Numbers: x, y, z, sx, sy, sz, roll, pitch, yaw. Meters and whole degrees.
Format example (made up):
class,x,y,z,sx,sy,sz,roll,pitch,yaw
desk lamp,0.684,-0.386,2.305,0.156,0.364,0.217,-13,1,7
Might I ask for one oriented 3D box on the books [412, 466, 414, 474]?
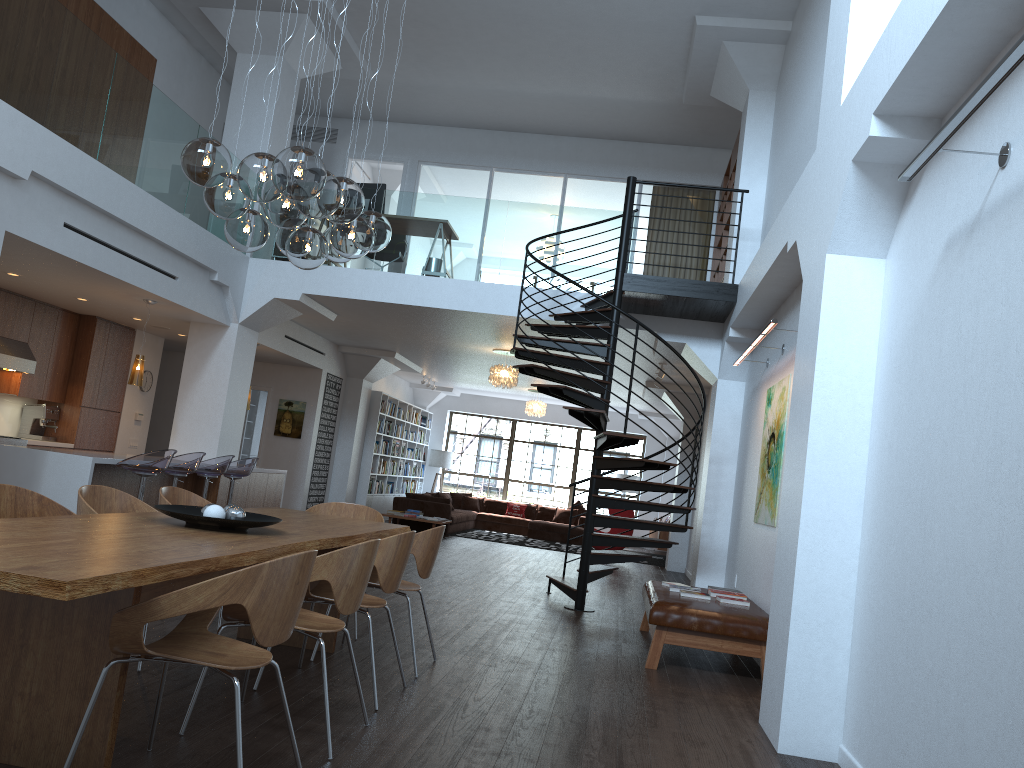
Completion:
class,x,y,z,sx,sy,sz,roll,pitch,yaw
books,-2.256,1.908,19.470,0.161,0.223,0.030,7,-6,8

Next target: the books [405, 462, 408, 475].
class,x,y,z,sx,sy,sz,roll,pitch,yaw
books,-2.324,1.812,18.961,0.197,0.290,0.136,7,-6,8

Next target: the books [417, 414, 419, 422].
class,x,y,z,sx,sy,sz,roll,pitch,yaw
books,-2.136,0.763,19.386,0.160,0.250,0.026,7,-6,8

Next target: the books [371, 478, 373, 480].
class,x,y,z,sx,sy,sz,roll,pitch,yaw
books,-2.665,1.740,16.355,0.174,0.045,0.240,8,-6,-3

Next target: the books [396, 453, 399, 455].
class,x,y,z,sx,sy,sz,roll,pitch,yaw
books,-2.413,1.407,18.003,0.160,0.039,0.251,6,-6,13

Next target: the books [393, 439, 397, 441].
class,x,y,z,sx,sy,sz,roll,pitch,yaw
books,-2.409,1.110,17.626,0.223,0.027,0.161,6,-6,17

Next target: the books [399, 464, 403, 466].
class,x,y,z,sx,sy,sz,roll,pitch,yaw
books,-2.394,1.678,18.437,0.223,0.032,0.161,7,-6,8

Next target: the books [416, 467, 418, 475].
class,x,y,z,sx,sy,sz,roll,pitch,yaw
books,-2.209,1.956,19.864,0.161,0.223,0.032,7,-6,8

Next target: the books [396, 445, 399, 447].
class,x,y,z,sx,sy,sz,roll,pitch,yaw
books,-2.399,1.247,18.033,0.161,0.033,0.223,7,-6,8

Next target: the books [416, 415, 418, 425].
class,x,y,z,sx,sy,sz,roll,pitch,yaw
books,-2.146,0.749,19.281,0.183,0.253,0.034,7,-6,8

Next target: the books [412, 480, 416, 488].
class,x,y,z,sx,sy,sz,roll,pitch,yaw
books,-2.245,2.291,19.811,0.140,0.298,0.044,7,-6,8

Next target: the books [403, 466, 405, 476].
class,x,y,z,sx,sy,sz,roll,pitch,yaw
books,-2.350,1.794,18.669,0.182,0.255,0.077,7,-6,8

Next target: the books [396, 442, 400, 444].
class,x,y,z,sx,sy,sz,roll,pitch,yaw
books,-2.383,1.195,18.053,0.144,0.024,0.208,6,-6,13

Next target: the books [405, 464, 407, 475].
class,x,y,z,sx,sy,sz,roll,pitch,yaw
books,-2.339,1.811,18.810,0.182,0.255,0.077,7,-6,8

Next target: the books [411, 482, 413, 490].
class,x,y,z,sx,sy,sz,roll,pitch,yaw
books,-2.299,2.277,19.534,0.183,0.253,0.036,7,-6,8

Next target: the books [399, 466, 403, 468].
class,x,y,z,sx,sy,sz,roll,pitch,yaw
books,-2.405,1.711,18.428,0.253,0.040,0.183,7,-6,8

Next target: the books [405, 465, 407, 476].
class,x,y,z,sx,sy,sz,roll,pitch,yaw
books,-2.323,1.820,18.854,0.182,0.253,0.098,7,-6,8

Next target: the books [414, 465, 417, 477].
class,x,y,z,sx,sy,sz,roll,pitch,yaw
books,-2.220,1.933,19.802,0.183,0.253,0.042,7,-6,8

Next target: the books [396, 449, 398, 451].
class,x,y,z,sx,sy,sz,roll,pitch,yaw
books,-2.411,1.324,18.023,0.168,0.045,0.231,7,-6,3

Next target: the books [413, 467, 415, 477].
class,x,y,z,sx,sy,sz,roll,pitch,yaw
books,-2.238,1.922,19.579,0.161,0.223,0.030,7,-6,8

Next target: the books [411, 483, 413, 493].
class,x,y,z,sx,sy,sz,roll,pitch,yaw
books,-2.288,2.288,19.611,0.160,0.250,0.027,7,-6,8

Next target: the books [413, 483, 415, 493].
class,x,y,z,sx,sy,sz,roll,pitch,yaw
books,-2.272,2.308,19.760,0.189,0.247,0.057,7,-6,8

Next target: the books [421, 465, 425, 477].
class,x,y,z,sx,sy,sz,roll,pitch,yaw
books,-2.126,2.001,20.499,0.176,0.290,0.053,7,-6,8

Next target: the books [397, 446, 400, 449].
class,x,y,z,sx,sy,sz,roll,pitch,yaw
books,-2.398,1.283,18.022,0.183,0.042,0.253,7,-6,8

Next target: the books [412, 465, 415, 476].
class,x,y,z,sx,sy,sz,roll,pitch,yaw
books,-2.249,1.898,19.511,0.174,0.251,0.051,7,-6,8

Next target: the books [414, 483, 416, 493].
class,x,y,z,sx,sy,sz,roll,pitch,yaw
books,-2.250,2.331,19.945,0.171,0.246,0.057,7,-6,8

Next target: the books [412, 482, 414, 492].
class,x,y,z,sx,sy,sz,roll,pitch,yaw
books,-2.281,2.290,19.642,0.183,0.253,0.037,7,-6,8

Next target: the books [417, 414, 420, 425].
class,x,y,z,sx,sy,sz,roll,pitch,yaw
books,-2.130,0.765,19.415,0.183,0.253,0.034,7,-6,8

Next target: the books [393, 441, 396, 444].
class,x,y,z,sx,sy,sz,roll,pitch,yaw
books,-2.419,1.148,17.645,0.174,0.045,0.240,7,-6,7

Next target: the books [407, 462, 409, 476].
class,x,y,z,sx,sy,sz,roll,pitch,yaw
books,-2.312,1.819,19.022,0.176,0.293,0.125,7,-6,8

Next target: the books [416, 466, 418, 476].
class,x,y,z,sx,sy,sz,roll,pitch,yaw
books,-2.208,1.946,19.901,0.160,0.251,0.039,7,-6,8

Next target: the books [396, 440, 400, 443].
class,x,y,z,sx,sy,sz,roll,pitch,yaw
books,-2.373,1.163,18.052,0.129,0.043,0.185,5,-6,22

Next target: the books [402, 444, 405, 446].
class,x,y,z,sx,sy,sz,roll,pitch,yaw
books,-2.340,1.246,18.372,0.223,0.031,0.161,7,-6,8

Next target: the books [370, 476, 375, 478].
class,x,y,z,sx,sy,sz,roll,pitch,yaw
books,-2.655,1.702,16.336,0.223,0.027,0.161,6,-6,17

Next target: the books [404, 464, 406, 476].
class,x,y,z,sx,sy,sz,roll,pitch,yaw
books,-2.338,1.813,18.769,0.174,0.243,0.085,7,-6,8

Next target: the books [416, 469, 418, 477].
class,x,y,z,sx,sy,sz,roll,pitch,yaw
books,-2.200,1.974,19.934,0.161,0.221,0.035,7,-6,7

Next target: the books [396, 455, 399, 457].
class,x,y,z,sx,sy,sz,roll,pitch,yaw
books,-2.415,1.446,18.001,0.171,0.039,0.246,7,-6,8

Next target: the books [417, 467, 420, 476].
class,x,y,z,sx,sy,sz,roll,pitch,yaw
books,-2.195,1.973,20.021,0.168,0.228,0.139,7,-6,8

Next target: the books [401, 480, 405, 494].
class,x,y,z,sx,sy,sz,roll,pitch,yaw
books,-2.393,2.168,18.772,0.198,0.284,0.066,7,-6,7

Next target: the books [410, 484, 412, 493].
class,x,y,z,sx,sy,sz,roll,pitch,yaw
books,-2.299,2.273,19.498,0.183,0.253,0.037,7,-6,8

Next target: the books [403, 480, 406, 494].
class,x,y,z,sx,sy,sz,roll,pitch,yaw
books,-2.371,2.180,18.880,0.176,0.290,0.053,7,-6,7

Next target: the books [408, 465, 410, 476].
class,x,y,z,sx,sy,sz,roll,pitch,yaw
books,-2.300,1.854,19.105,0.174,0.242,0.105,7,-6,8

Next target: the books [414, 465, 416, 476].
class,x,y,z,sx,sy,sz,roll,pitch,yaw
books,-2.233,1.923,19.720,0.160,0.251,0.036,7,-6,8

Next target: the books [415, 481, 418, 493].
class,x,y,z,sx,sy,sz,roll,pitch,yaw
books,-2.240,2.319,20.029,0.176,0.290,0.053,7,-6,8

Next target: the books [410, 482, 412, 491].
class,x,y,z,sx,sy,sz,roll,pitch,yaw
books,-2.307,2.268,19.464,0.183,0.253,0.036,7,-6,8

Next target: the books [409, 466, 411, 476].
class,x,y,z,sx,sy,sz,roll,pitch,yaw
books,-2.282,1.880,19.229,0.161,0.222,0.084,7,-6,8

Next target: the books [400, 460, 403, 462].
class,x,y,z,sx,sy,sz,roll,pitch,yaw
books,-2.373,1.594,18.431,0.185,0.041,0.129,5,-6,22

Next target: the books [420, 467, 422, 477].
class,x,y,z,sx,sy,sz,roll,pitch,yaw
books,-2.155,1.999,20.247,0.172,0.235,0.112,7,-6,8

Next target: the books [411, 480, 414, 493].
class,x,y,z,sx,sy,sz,roll,pitch,yaw
books,-2.289,2.281,19.703,0.198,0.284,0.066,7,-6,8

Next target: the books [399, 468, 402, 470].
class,x,y,z,sx,sy,sz,roll,pitch,yaw
books,-2.406,1.752,18.431,0.231,0.044,0.168,7,-6,3

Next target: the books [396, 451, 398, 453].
class,x,y,z,sx,sy,sz,roll,pitch,yaw
books,-2.432,1.364,18.006,0.180,0.042,0.259,7,-6,8

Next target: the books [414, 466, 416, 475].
class,x,y,z,sx,sy,sz,roll,pitch,yaw
books,-2.235,1.921,19.683,0.171,0.246,0.036,7,-6,8
